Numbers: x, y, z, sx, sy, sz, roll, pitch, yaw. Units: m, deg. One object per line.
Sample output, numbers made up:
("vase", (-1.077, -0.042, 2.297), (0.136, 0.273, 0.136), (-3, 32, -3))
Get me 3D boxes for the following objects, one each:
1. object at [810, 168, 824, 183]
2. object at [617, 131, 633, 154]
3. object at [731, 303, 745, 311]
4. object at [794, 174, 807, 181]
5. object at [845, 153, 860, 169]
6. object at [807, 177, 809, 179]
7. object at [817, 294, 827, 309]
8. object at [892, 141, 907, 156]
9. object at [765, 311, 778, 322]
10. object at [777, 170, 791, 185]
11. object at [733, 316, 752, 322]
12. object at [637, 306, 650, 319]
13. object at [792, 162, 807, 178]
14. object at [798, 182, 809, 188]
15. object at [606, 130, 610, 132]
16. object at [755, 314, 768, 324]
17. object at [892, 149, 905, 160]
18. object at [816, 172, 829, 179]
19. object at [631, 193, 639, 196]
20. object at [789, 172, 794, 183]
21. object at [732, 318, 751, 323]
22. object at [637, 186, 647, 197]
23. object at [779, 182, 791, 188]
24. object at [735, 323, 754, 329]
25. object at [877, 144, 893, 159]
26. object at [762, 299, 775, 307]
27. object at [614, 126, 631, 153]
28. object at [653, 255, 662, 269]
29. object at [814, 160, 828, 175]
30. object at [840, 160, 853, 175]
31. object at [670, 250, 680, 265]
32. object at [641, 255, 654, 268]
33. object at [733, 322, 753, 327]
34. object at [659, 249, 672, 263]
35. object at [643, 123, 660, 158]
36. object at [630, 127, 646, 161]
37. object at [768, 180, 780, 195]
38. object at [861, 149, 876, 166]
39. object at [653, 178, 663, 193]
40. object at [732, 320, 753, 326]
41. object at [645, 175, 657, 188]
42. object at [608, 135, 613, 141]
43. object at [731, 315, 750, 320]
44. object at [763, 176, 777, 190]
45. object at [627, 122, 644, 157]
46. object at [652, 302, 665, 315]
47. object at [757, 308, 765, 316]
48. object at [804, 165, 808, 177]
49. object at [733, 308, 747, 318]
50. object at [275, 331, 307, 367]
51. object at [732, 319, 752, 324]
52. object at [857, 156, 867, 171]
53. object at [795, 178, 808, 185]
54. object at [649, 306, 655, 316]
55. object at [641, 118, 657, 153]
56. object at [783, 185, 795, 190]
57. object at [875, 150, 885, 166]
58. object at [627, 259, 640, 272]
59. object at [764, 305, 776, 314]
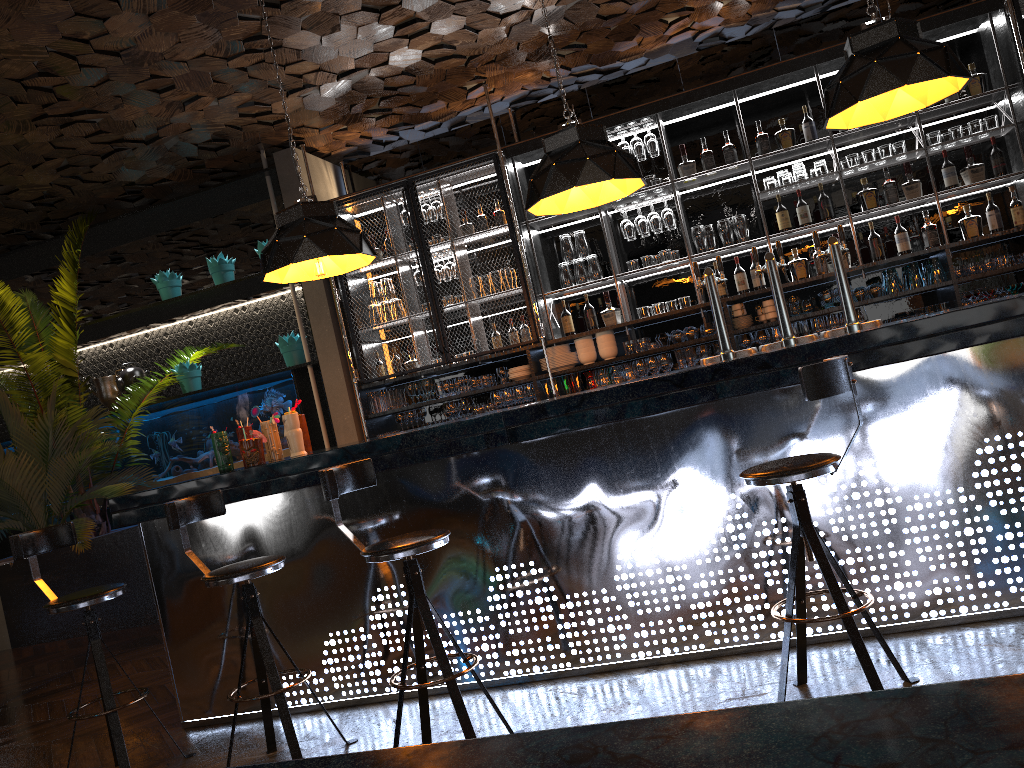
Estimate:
("object", (2.217, -1.522, 6.455), (0.089, 0.092, 0.089), (-13, -1, 5))
("object", (0.873, -1.811, 6.805), (0.092, 0.244, 0.092), (-12, -1, -24))
("object", (1.641, -0.549, 6.441), (0.094, 0.069, 0.106), (-13, -1, 21))
("object", (2.070, -1.513, 6.382), (0.089, 0.092, 0.089), (-13, -1, 5))
("object", (2.407, -1.569, 6.256), (0.089, 0.092, 0.089), (-12, -1, -13))
("object", (2.128, -1.524, 6.515), (0.089, 0.092, 0.089), (-14, -1, 41))
("object", (2.286, -0.603, 6.454), (0.100, 0.125, 0.100), (-13, -1, 29))
("object", (2.707, -1.638, 6.193), (0.089, 0.092, 0.089), (-12, -1, -30))
("object", (1.875, -0.482, 6.366), (0.106, 0.067, 0.094), (-13, -1, 4))
("object", (1.952, -1.484, 6.376), (0.089, 0.092, 0.089), (-12, -1, -33))
("object", (1.669, -0.465, 6.439), (0.149, 0.025, 0.149), (-12, -1, -22))
("object", (0.993, -0.533, 6.688), (0.089, 0.092, 0.089), (-12, -1, -13))
("object", (2.064, -1.538, 6.382), (0.089, 0.092, 0.089), (-13, -1, 11))
("object", (2.133, -1.502, 6.514), (0.089, 0.092, 0.089), (-14, -1, 41))
("object", (0.726, -1.780, 6.676), (0.092, 0.244, 0.092), (-12, -1, -24))
("object", (1.846, -0.474, 6.471), (0.106, 0.067, 0.094), (-12, -1, -22))
("object", (2.767, -1.649, 6.321), (0.089, 0.092, 0.089), (-13, -1, -10))
("object", (2.203, -1.521, 6.314), (0.089, 0.092, 0.089), (-14, -1, 41))
("object", (0.913, -1.473, 6.708), (0.089, 0.092, 0.089), (-12, -1, -16))
("object", (2.023, -1.498, 6.519), (0.089, 0.092, 0.089), (-14, -1, 41))
("object", (1.672, -0.455, 6.438), (0.149, 0.026, 0.148), (-13, -1, 22))
("object", (0.992, -1.489, 6.813), (0.089, 0.092, 0.089), (-13, -1, 26))
("object", (1.956, -1.464, 6.375), (0.089, 0.092, 0.089), (-12, -1, -13))
("object", (1.681, -0.413, 6.439), (0.149, 0.022, 0.149), (-12, -1, -16))
("object", (2.605, -1.615, 6.186), (0.089, 0.092, 0.089), (-12, -1, -21))
("object", (1.848, -0.569, 6.362), (0.094, 0.068, 0.106), (-13, -1, 15))
("object", (0.829, -1.804, 6.646), (0.092, 0.244, 0.092), (-12, -1, -24))
("object", (1.120, -0.936, 6.775), (0.089, 0.092, 0.089), (-12, -1, -43))
("object", (2.198, -1.541, 6.315), (0.089, 0.092, 0.089), (-13, -1, 6))
("object", (2.429, -1.571, 6.419), (0.089, 0.092, 0.089), (-12, -1, -33))
("object", (1.234, -0.962, 6.750), (0.089, 0.092, 0.089), (-13, -1, 0))
("object", (1.024, -0.916, 6.685), (0.089, 0.092, 0.089), (-13, -1, -6))
("object", (1.679, -0.423, 6.439), (0.149, 0.023, 0.149), (-12, -1, -16))
("object", (1.143, -0.944, 6.588), (0.089, 0.092, 0.089), (-13, -1, 0))
("object", (1.063, -1.855, 6.751), (0.092, 0.244, 0.092), (-12, -1, -24))
("object", (0.966, -1.832, 6.779), (0.092, 0.244, 0.092), (-12, -1, -24))
("object", (1.928, -1.455, 6.560), (0.089, 0.092, 0.089), (-12, -1, -13))
("object", (2.513, -1.593, 6.238), (0.089, 0.092, 0.089), (-12, -1, -21))
("object", (1.112, -1.517, 6.790), (0.089, 0.092, 0.089), (-12, -1, -16))
("object", (1.677, -0.434, 6.439), (0.149, 0.023, 0.149), (-13, -1, 0))
("object", (1.035, -1.502, 6.621), (0.089, 0.092, 0.089), (-12, -1, -16))
("object", (0.769, -1.787, 6.834), (0.092, 0.244, 0.092), (-12, -1, -24))
("object", (1.665, -0.476, 6.440), (0.149, 0.026, 0.148), (-13, -1, 22))
("object", (1.863, -1.443, 6.408), (0.089, 0.092, 0.089), (-14, -1, 41))
("object", (0.922, -1.825, 6.620), (0.092, 0.244, 0.092), (-12, -1, -24))
("object", (1.102, -0.559, 6.644), (0.089, 0.092, 0.089), (-12, -1, -21))
("object", (1.842, -0.519, 6.467), (0.094, 0.069, 0.105), (-13, -1, -7))
("object", (2.122, -1.549, 6.515), (0.089, 0.092, 0.089), (-14, -1, 41))
("object", (1.661, -0.508, 6.438), (0.094, 0.070, 0.107), (-12, -1, -44))
("object", (-1.842, -0.285, 7.454), (0.265, 0.325, 0.245), (-13, -1, 9))
("object", (1.673, -0.446, 6.439), (0.149, 0.024, 0.149), (-13, -1, 15))
("object", (2.525, -1.593, 6.398), (0.089, 0.092, 0.089), (-12, -1, -35))
("object", (2.075, -1.491, 6.381), (0.089, 0.092, 0.089), (-13, -1, 5))
("object", (1.111, -0.557, 6.831), (0.089, 0.092, 0.089), (-12, -1, -13))
("object", (1.020, -1.848, 6.592), (0.092, 0.244, 0.092), (-12, -1, -24))
("object", (2.028, -1.478, 6.519), (0.089, 0.092, 0.089), (-14, -1, 41))
("object", (2.623, -1.616, 6.331), (0.089, 0.092, 0.089), (-13, -1, 15))
("object", (0.928, -0.893, 6.758), (0.089, 0.092, 0.089), (-13, -1, -6))
("object", (1.863, -0.526, 6.371), (0.106, 0.069, 0.094), (-12, -1, -33))
